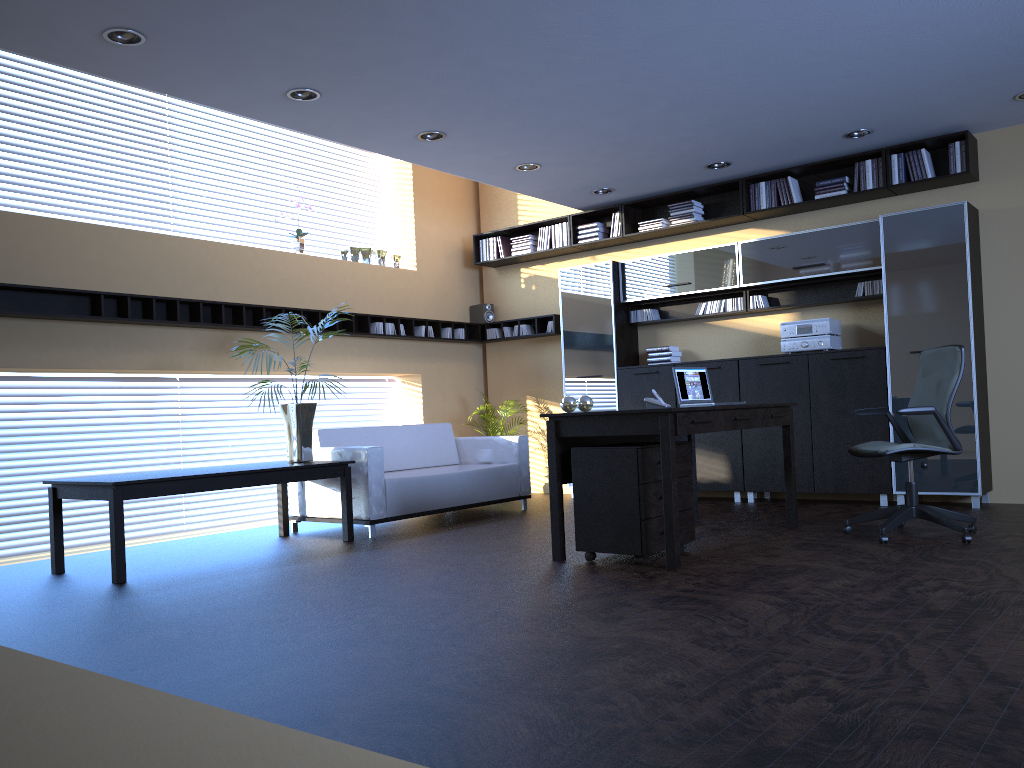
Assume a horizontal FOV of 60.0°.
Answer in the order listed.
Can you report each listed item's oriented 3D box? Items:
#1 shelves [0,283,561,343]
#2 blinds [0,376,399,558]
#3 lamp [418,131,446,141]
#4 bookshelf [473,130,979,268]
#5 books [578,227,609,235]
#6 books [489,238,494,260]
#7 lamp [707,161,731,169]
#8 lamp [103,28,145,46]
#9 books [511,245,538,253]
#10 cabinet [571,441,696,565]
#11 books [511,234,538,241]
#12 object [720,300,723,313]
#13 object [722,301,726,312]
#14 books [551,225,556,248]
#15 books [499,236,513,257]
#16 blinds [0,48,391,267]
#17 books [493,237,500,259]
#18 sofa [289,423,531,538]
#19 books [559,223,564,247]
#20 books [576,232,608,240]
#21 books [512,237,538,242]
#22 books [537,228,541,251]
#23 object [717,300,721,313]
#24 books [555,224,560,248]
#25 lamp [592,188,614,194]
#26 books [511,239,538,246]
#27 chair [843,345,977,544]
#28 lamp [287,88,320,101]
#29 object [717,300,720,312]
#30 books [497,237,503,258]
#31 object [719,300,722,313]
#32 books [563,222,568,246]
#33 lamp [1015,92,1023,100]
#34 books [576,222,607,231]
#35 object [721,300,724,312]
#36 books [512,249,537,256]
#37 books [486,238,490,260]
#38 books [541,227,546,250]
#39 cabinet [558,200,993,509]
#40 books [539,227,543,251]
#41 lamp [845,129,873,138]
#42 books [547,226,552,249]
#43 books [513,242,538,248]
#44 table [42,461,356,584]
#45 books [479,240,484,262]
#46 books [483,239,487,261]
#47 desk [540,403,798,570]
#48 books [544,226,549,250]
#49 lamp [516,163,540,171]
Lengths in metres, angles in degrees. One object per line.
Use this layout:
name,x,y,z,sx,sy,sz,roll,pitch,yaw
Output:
shelves,-1.937,-0.621,7.572,1.250,0.213,6.621,-4,-3,38
blinds,-2.935,0.621,7.818,0.047,1.367,5.390,-3,-2,38
lamp,-0.607,-1.911,6.680,0.209,0.096,0.208,-3,-2,8
bookshelf,1.688,-1.680,8.687,5.128,0.340,0.361,-4,-2,38
books,0.855,-1.597,9.322,0.258,0.050,0.207,-4,-3,38
books,-0.172,-1.524,10.118,0.050,0.258,0.207,-3,-1,38
lamp,1.827,-1.979,7.841,0.209,0.096,0.208,-4,-2,32
lamp,-2.091,-1.914,4.778,0.208,0.096,0.209,-4,-2,38
books,0.156,-1.495,9.866,0.258,0.050,0.207,-4,-3,37
cabinet,0.759,0.707,5.388,0.500,0.679,0.634,-3,-2,38
books,0.148,-1.620,9.875,0.258,0.028,0.207,-4,-3,38
object,2.039,-0.742,8.511,0.040,0.118,0.142,-3,-2,38
object,2.054,-0.743,8.497,0.040,0.118,0.142,-3,-2,38
books,0.505,-1.574,9.590,0.050,0.258,0.207,-3,-1,38
books,-0.058,-1.533,10.026,0.075,0.259,0.207,-3,-1,37
blinds,-3.052,-1.953,7.845,0.039,1.460,5.390,-3,-2,38
books,-0.131,-1.527,10.086,0.050,0.258,0.207,-3,-1,37
sofa,-0.857,0.785,7.859,1.015,0.848,2.056,-4,-2,38
books,0.582,-1.580,9.520,0.050,0.258,0.207,-3,-1,38
books,0.842,-1.546,9.321,0.258,0.050,0.207,-4,-3,38
books,0.167,-1.593,9.862,0.258,0.028,0.207,-4,-3,37
books,0.355,-1.563,9.709,0.075,0.259,0.207,-3,-1,38
object,2.021,-0.741,8.521,0.040,0.118,0.142,-3,-2,38
books,0.546,-1.577,9.558,0.050,0.258,0.207,-3,-1,38
lamp,0.878,-1.909,8.583,0.208,0.096,0.209,-1,-2,-34
books,0.150,-1.564,9.857,0.258,0.028,0.207,-4,-3,38
chair,2.592,0.367,5.704,0.768,1.215,0.832,-2,-1,-5
lamp,-1.349,-1.912,5.729,0.209,0.096,0.208,-3,-2,8
object,2.018,-0.740,8.533,0.040,0.118,0.142,-3,-2,38
books,-0.080,-1.531,10.050,0.075,0.259,0.207,-3,-1,37
object,2.032,-0.741,8.518,0.040,0.118,0.142,-3,-2,38
books,0.623,-1.583,9.488,0.050,0.258,0.207,-3,-1,38
lamp,3.725,-2.119,6.357,0.208,0.096,0.209,-1,-2,-34
books,0.834,-1.647,9.332,0.258,0.050,0.207,-4,-3,37
object,2.045,-0.743,8.501,0.036,0.116,0.140,-3,-2,38
books,0.163,-1.444,9.855,0.258,0.050,0.207,-4,-3,38
books,-0.218,-1.521,10.144,0.050,0.258,0.207,-3,-1,37
books,0.400,-1.567,9.663,0.075,0.259,0.207,-3,-1,38
cabinet,2.198,-0.116,8.246,3.879,2.398,0.490,-4,-1,38
books,0.375,-1.565,9.684,0.075,0.259,0.207,-3,-1,37
lamp,2.776,-2.049,7.099,0.209,0.096,0.208,-4,-2,32
books,0.460,-1.571,9.637,0.075,0.259,0.207,-3,-1,37
books,0.172,-1.536,9.866,0.258,0.028,0.207,-4,-3,38
table,-2.108,0.907,6.239,0.898,0.603,1.894,-4,-2,38
books,-0.296,-1.515,10.213,0.050,0.258,0.207,-3,-1,38
books,-0.253,-1.518,10.184,0.050,0.258,0.207,-3,-1,37
desk,1.130,0.602,5.848,0.914,0.890,1.894,-4,-2,38
books,0.426,-1.569,9.645,0.075,0.259,0.207,-3,-1,37
lamp,0.135,-1.910,7.632,0.209,0.096,0.208,-3,-2,20
